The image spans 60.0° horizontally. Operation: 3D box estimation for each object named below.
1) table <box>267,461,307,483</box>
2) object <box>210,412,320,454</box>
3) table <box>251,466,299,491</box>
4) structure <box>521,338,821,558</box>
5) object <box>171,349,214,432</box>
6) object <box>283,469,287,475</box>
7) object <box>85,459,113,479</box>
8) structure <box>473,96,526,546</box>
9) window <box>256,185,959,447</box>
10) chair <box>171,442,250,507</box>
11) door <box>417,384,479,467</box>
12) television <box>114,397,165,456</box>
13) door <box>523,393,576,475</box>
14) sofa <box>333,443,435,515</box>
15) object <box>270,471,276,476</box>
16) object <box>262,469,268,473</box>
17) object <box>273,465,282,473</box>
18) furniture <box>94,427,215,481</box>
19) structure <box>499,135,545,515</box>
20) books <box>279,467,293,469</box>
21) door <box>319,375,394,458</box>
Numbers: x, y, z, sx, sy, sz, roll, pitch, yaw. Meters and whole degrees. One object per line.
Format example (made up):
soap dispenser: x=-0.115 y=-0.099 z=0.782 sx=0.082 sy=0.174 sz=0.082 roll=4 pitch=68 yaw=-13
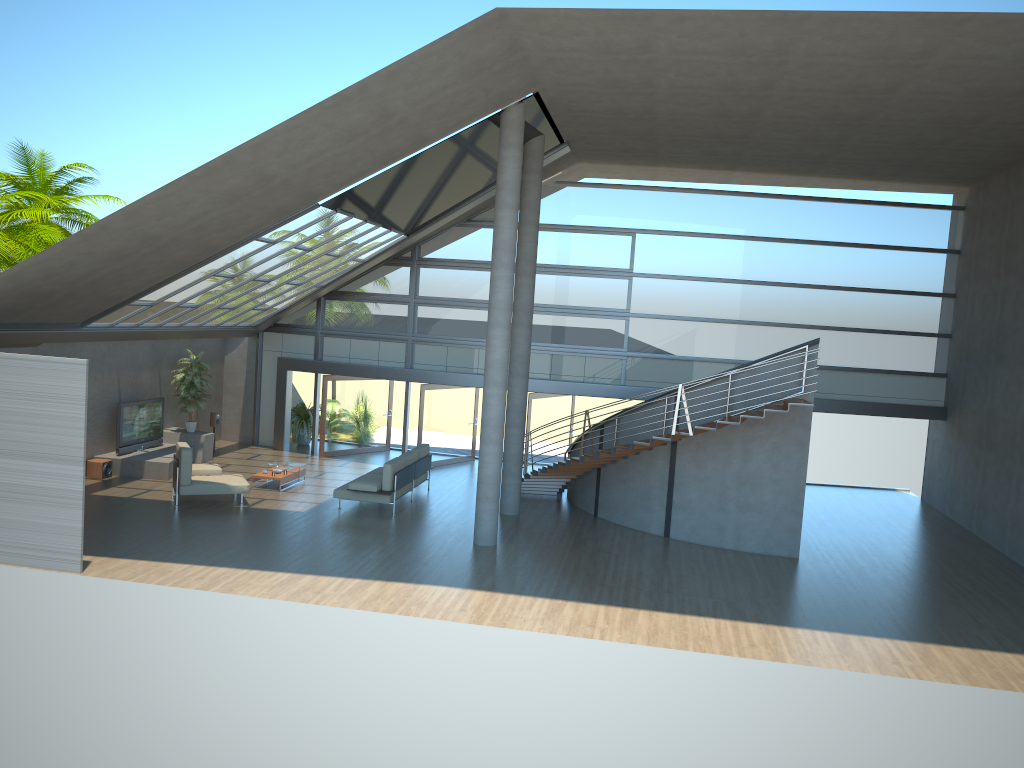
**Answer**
table: x=-4.596 y=1.800 z=18.164 sx=0.680 sy=0.342 sz=0.400 roll=5 pitch=4 yaw=9
object: x=-8.972 y=1.187 z=18.560 sx=7.863 sy=0.982 sz=21.345 roll=5 pitch=5 yaw=12
table: x=-4.667 y=1.880 z=17.774 sx=0.600 sy=0.250 sz=1.200 roll=5 pitch=4 yaw=9
structure: x=2.171 y=0.792 z=15.729 sx=2.349 sy=3.653 sz=6.809 roll=0 pitch=6 yaw=-42
object: x=-7.126 y=0.146 z=19.741 sx=0.932 sy=1.857 sz=0.895 roll=1 pitch=5 yaw=-32
object: x=-4.466 y=1.738 z=17.505 sx=0.070 sy=0.101 sz=0.085 roll=7 pitch=6 yaw=37
object: x=-8.074 y=1.650 z=17.302 sx=0.425 sy=0.323 sz=0.362 roll=5 pitch=4 yaw=9
structure: x=-0.198 y=-0.986 z=14.017 sx=0.381 sy=7.125 sz=0.382 roll=5 pitch=4 yaw=9
window: x=1.875 y=-1.098 z=20.483 sx=16.616 sy=6.630 sz=1.098 roll=4 pitch=4 yaw=8
chair: x=-5.431 y=1.589 z=15.965 sx=1.244 sy=1.023 sz=1.217 roll=2 pitch=5 yaw=-25
door: x=-1.507 y=0.955 z=21.205 sx=0.200 sy=1.977 sz=2.298 roll=7 pitch=5 yaw=33
television: x=-7.713 y=0.868 z=18.436 sx=0.396 sy=1.063 sz=1.568 roll=5 pitch=4 yaw=9
door: x=0.898 y=1.150 z=20.755 sx=0.200 sy=1.977 sz=2.298 roll=6 pitch=5 yaw=30
sofa: x=-2.426 y=1.751 z=17.106 sx=1.166 sy=0.947 sz=3.079 roll=5 pitch=4 yaw=9
object: x=-4.655 y=1.743 z=17.285 sx=0.085 sy=0.101 sz=0.070 roll=4 pitch=4 yaw=8
object: x=-4.875 y=1.719 z=17.500 sx=0.102 sy=0.086 sz=0.100 roll=5 pitch=5 yaw=13
object: x=-4.653 y=1.688 z=17.599 sx=0.178 sy=0.161 sz=0.178 roll=0 pitch=6 yaw=-39
furniture: x=-7.269 y=1.448 z=18.868 sx=1.577 sy=0.610 sz=2.936 roll=5 pitch=4 yaw=9
structure: x=0.188 y=-1.138 z=16.306 sx=0.381 sy=7.125 sz=0.382 roll=0 pitch=6 yaw=-37
books: x=-4.615 y=1.723 z=18.138 sx=0.275 sy=0.005 sz=0.189 roll=3 pitch=4 yaw=-8
door: x=-3.804 y=0.748 z=21.885 sx=0.200 sy=1.977 sz=2.298 roll=7 pitch=6 yaw=38
